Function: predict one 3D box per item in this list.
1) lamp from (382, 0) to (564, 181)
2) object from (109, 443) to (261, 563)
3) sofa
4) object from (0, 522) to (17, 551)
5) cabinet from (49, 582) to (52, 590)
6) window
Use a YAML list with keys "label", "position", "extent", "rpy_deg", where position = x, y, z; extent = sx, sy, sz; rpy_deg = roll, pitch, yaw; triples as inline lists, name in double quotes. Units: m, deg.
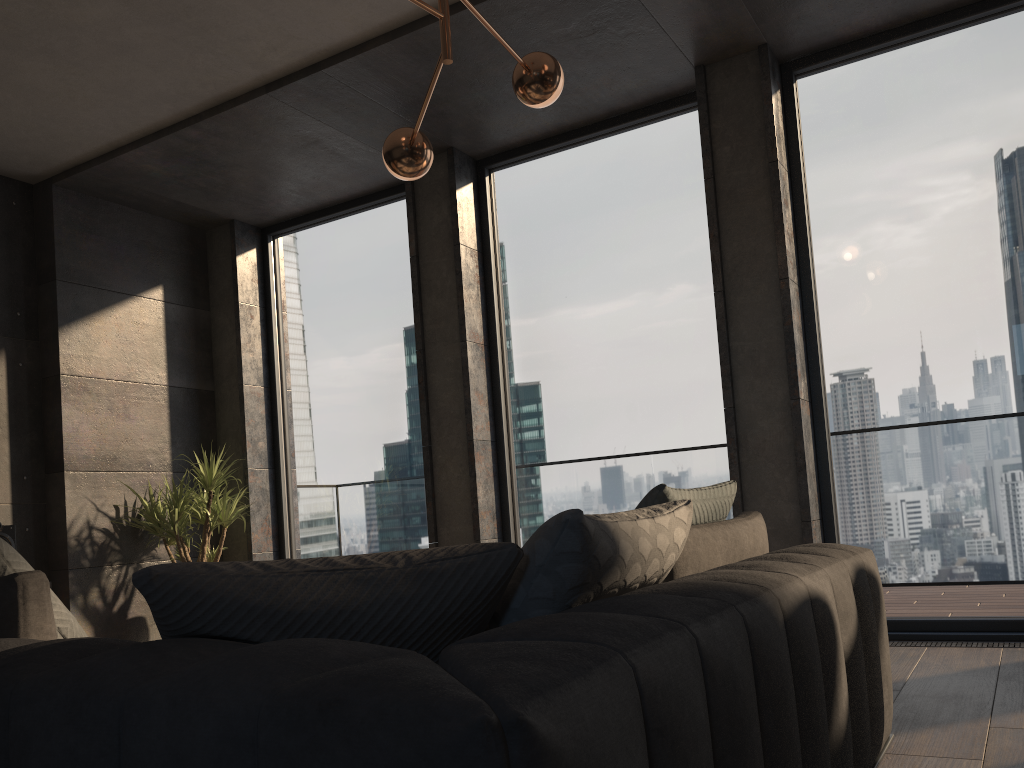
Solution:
- label: "lamp"
  position: [-0.126, -1.406, 2.672]
  extent: [1.015, 1.031, 1.475]
  rpy_deg: [-5, -7, 6]
- label: "object"
  position: [-2.143, 1.070, 5.774]
  extent: [0.950, 1.352, 1.033]
  rpy_deg: [-1, -6, -28]
- label: "sofa"
  position: [-0.727, 0.724, 2.236]
  extent: [2.925, 0.778, 2.031]
  rpy_deg: [-9, -9, 30]
- label: "object"
  position: [-2.854, 0.929, 4.819]
  extent: [0.250, 0.352, 0.198]
  rpy_deg: [-8, -6, 40]
- label: "cabinet"
  position: [-3.376, 1.300, 4.011]
  extent: [0.543, 0.547, 2.417]
  rpy_deg: [-8, -9, 30]
- label: "window"
  position: [1.368, -0.171, 4.681]
  extent: [7.301, 2.982, 0.199]
  rpy_deg: [-9, -5, 30]
